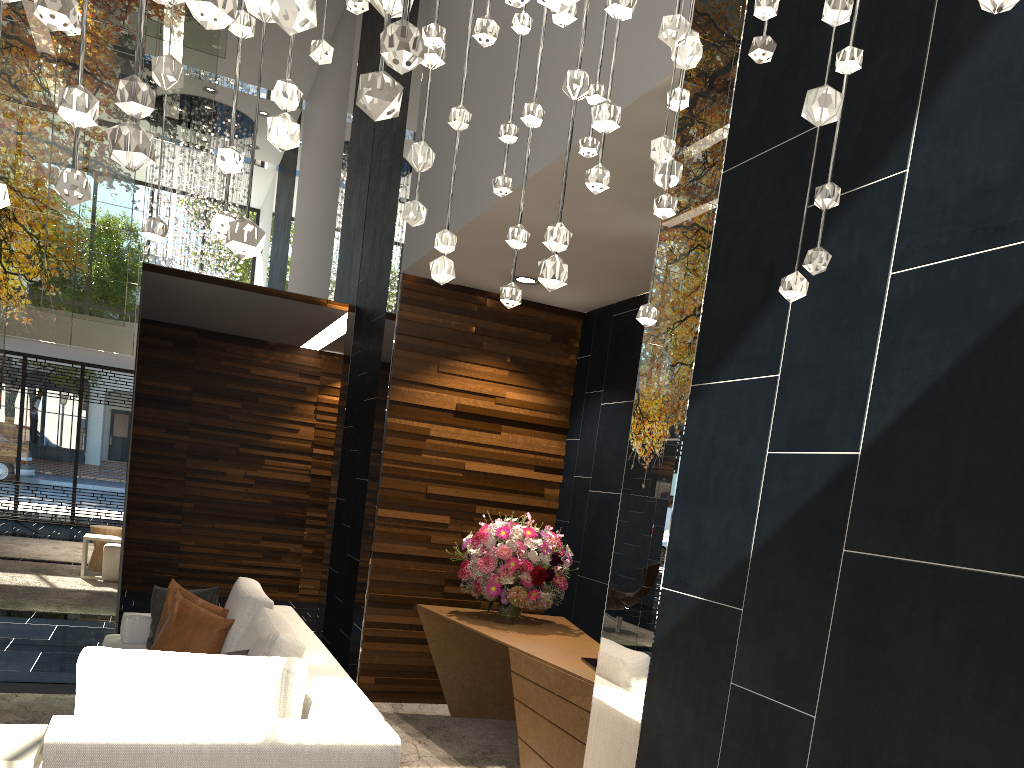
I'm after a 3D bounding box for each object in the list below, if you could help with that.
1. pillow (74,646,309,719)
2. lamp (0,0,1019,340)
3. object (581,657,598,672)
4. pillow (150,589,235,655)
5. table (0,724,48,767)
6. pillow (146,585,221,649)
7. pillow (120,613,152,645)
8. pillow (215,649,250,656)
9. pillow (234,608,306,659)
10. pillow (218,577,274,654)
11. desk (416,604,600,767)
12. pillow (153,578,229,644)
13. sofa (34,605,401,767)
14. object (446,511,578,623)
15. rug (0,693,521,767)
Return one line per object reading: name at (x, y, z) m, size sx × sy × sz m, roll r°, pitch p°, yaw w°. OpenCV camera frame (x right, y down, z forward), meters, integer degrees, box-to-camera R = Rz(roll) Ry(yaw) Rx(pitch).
pillow at (-1.054, 1.105, 2.844) m, size 0.719 × 0.464 × 0.213 m, roll 9°, pitch 3°, yaw -21°
lamp at (1.302, -46.289, 0.885) m, size 398.394 × 114.793 × 400.335 m, roll 7°, pitch -6°, yaw 3°
object at (0.522, 1.344, 3.946) m, size 0.242 × 0.026 × 0.707 m, roll 9°, pitch -7°, yaw -11°
pillow at (-1.627, 1.261, 4.297) m, size 0.512 × 0.416 × 0.270 m, roll 6°, pitch 1°, yaw 38°
table at (-1.829, 1.427, 2.909) m, size 0.404 × 0.470 × 0.393 m, roll 7°, pitch 1°, yaw -22°
pillow at (-1.801, 1.268, 4.694) m, size 0.547 × 0.419 × 0.255 m, roll 6°, pitch 2°, yaw 25°
pillow at (-1.910, 1.411, 4.963) m, size 0.631 × 0.152 × 0.236 m, roll 11°, pitch -4°, yaw -27°
pillow at (-1.309, 1.198, 3.363) m, size 0.295 × 0.367 × 0.511 m, roll 8°, pitch -2°, yaw 28°
pillow at (-1.084, 1.213, 3.679) m, size 0.293 × 0.438 × 0.711 m, roll 6°, pitch -3°, yaw -21°
pillow at (-1.417, 1.270, 4.503) m, size 0.250 × 0.453 × 0.711 m, roll 6°, pitch -3°, yaw -22°
desk at (0.214, 1.780, 4.700) m, size 1.000 × 0.751 × 2.219 m, roll 8°, pitch -6°, yaw -22°
pillow at (-1.698, 1.254, 4.504) m, size 0.541 × 0.434 × 0.244 m, roll 6°, pitch 2°, yaw 33°
sofa at (-1.502, 1.477, 3.868) m, size 1.304 × 0.685 × 2.820 m, roll 9°, pitch -7°, yaw -22°
object at (0.018, 1.104, 5.209) m, size 0.699 × 0.682 × 0.649 m, roll 8°, pitch 0°, yaw -31°
rug at (-1.981, 1.741, 3.657) m, size 5.966 × 0.006 × 3.179 m, roll 10°, pitch -8°, yaw -22°
